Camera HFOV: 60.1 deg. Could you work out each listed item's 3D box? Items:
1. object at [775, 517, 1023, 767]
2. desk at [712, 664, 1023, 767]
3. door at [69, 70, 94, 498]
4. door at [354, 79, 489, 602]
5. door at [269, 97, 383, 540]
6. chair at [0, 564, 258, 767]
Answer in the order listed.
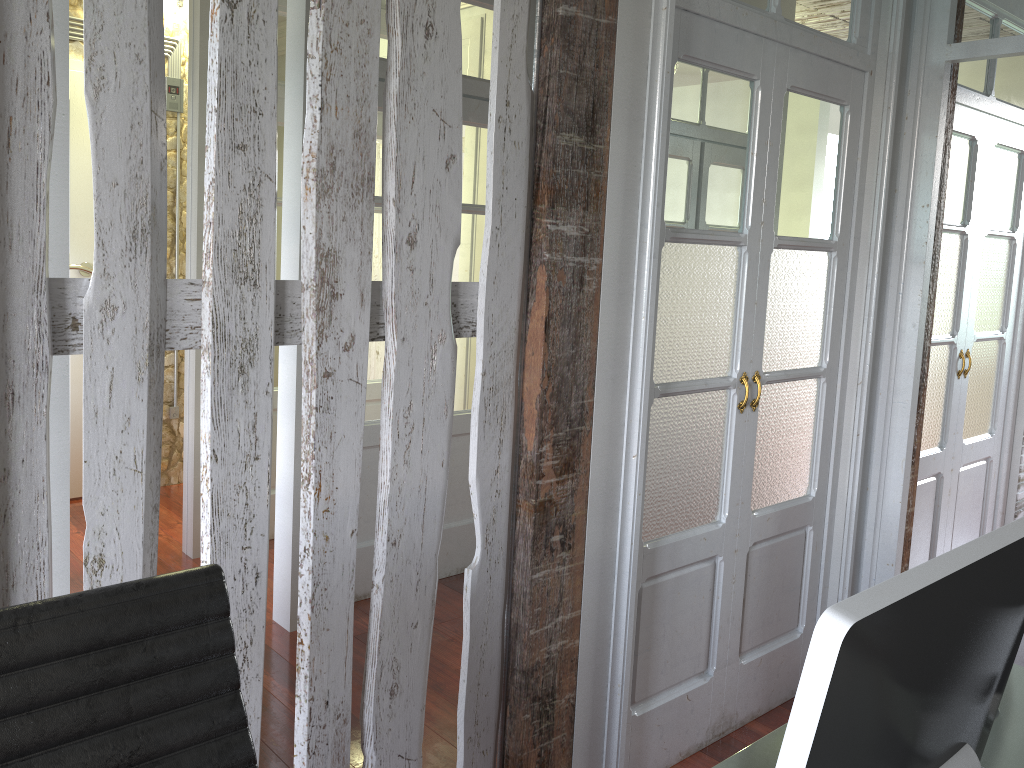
[{"bbox_3d":[0.401,0.395,0.856,0.484,0.482,0.190,-4,9,-42],"label":"object"},{"bbox_3d":[0.335,1.055,0.526,2.511,0.723,1.307,-5,12,-41],"label":"desk"},{"bbox_3d":[-2.507,-0.471,4.403,0.870,2.205,0.146,-3,8,-42],"label":"door"},{"bbox_3d":[-0.369,-0.170,3.702,1.078,2.073,0.041,-3,8,-42],"label":"door"},{"bbox_3d":[-0.944,-0.299,4.325,1.078,2.073,0.041,-3,8,-42],"label":"door"},{"bbox_3d":[-0.412,0.811,0.918,0.702,1.017,0.667,9,9,42],"label":"chair"}]
